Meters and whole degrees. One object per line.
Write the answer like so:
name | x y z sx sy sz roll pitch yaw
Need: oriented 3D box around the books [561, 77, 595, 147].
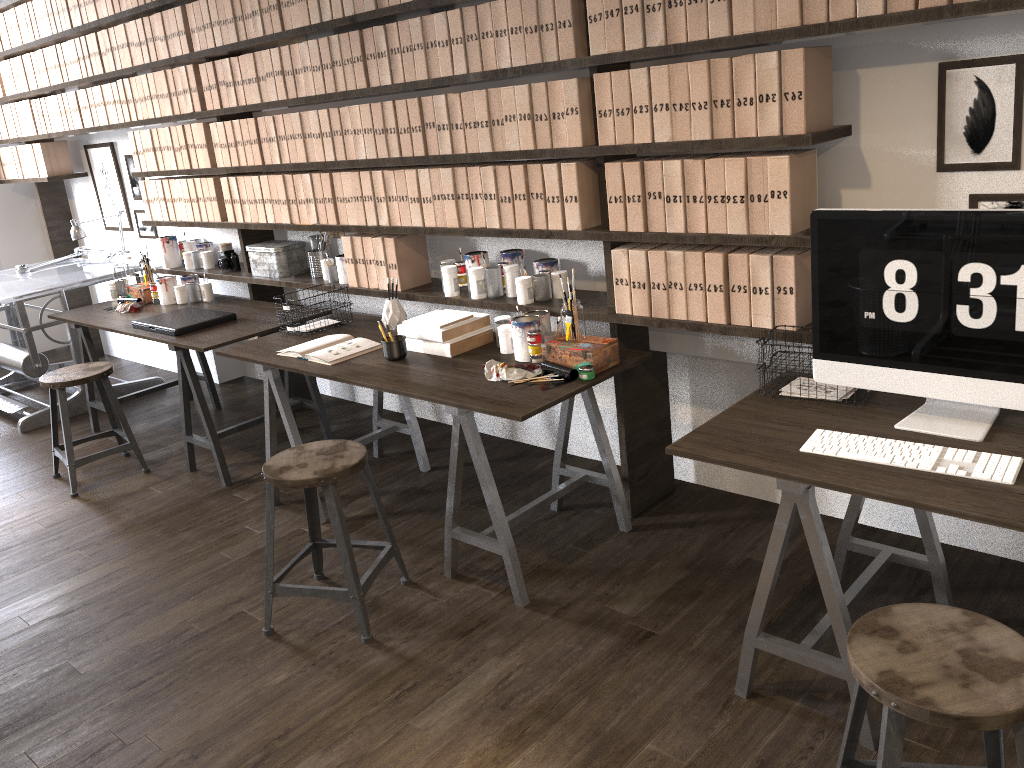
books | 0.251 -0.890 2.906 0.067 0.223 0.176 8 21 42

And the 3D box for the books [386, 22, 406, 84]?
books | -0.382 -1.265 3.391 0.067 0.223 0.176 8 21 42

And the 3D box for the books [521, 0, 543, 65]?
books | 0.122 -1.171 2.925 0.067 0.223 0.176 8 21 42

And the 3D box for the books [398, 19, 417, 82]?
books | -0.329 -1.256 3.343 0.067 0.223 0.176 8 21 42

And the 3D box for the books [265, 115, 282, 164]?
books | -1.026 -1.124 4.069 0.067 0.223 0.176 8 21 42

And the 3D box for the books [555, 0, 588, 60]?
books | 0.223 -1.154 2.840 0.067 0.223 0.176 8 21 42

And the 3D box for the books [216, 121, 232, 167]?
books | -1.337 -1.180 4.350 0.067 0.223 0.176 8 21 42

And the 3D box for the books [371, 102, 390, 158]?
books | -0.463 -1.020 3.555 0.067 0.223 0.176 8 21 42

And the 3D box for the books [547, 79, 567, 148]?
books | 0.208 -0.901 2.955 0.067 0.223 0.176 8 21 42

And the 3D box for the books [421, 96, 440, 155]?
books | -0.246 -0.984 3.367 0.067 0.223 0.176 8 21 42

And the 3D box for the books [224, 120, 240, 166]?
books | -1.284 -1.170 4.301 0.067 0.223 0.176 8 21 42

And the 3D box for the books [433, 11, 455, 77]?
books | -0.186 -1.228 3.209 0.067 0.222 0.176 8 21 42

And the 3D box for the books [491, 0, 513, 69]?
books | 0.022 -1.190 3.021 0.067 0.223 0.176 8 21 42

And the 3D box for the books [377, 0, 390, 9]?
books | -0.433 -1.530 3.341 0.067 0.223 0.176 8 21 42

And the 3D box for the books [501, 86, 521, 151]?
books | 0.053 -0.927 3.090 0.067 0.222 0.176 8 21 42

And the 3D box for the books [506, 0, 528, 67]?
books | 0.073 -1.180 2.970 0.067 0.223 0.176 8 21 42

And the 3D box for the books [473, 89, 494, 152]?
books | -0.044 -0.944 3.175 0.067 0.223 0.176 8 21 42

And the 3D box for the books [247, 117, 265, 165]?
books | -1.134 -1.144 4.166 0.067 0.223 0.176 8 21 42

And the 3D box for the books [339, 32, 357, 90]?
books | -0.596 -1.304 3.586 0.067 0.222 0.176 8 21 42

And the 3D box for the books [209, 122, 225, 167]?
books | -1.388 -1.191 4.401 0.067 0.223 0.176 8 21 42

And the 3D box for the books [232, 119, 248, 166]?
books | -1.235 -1.163 4.262 0.067 0.222 0.176 8 21 42

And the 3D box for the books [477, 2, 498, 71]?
books | -0.027 -1.201 3.070 0.067 0.223 0.176 8 21 42

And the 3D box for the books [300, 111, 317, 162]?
books | -0.821 -1.088 3.887 0.067 0.222 0.176 8 21 42

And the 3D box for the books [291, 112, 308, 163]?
books | -0.873 -1.095 3.928 0.067 0.223 0.176 8 21 42

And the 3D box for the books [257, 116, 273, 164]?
books | -1.075 -1.135 4.120 0.067 0.223 0.176 8 21 42

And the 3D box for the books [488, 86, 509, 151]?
books | 0.008 -0.936 3.134 0.067 0.222 0.176 8 21 42

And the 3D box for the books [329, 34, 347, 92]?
books | -0.645 -1.313 3.628 0.067 0.222 0.176 8 21 42

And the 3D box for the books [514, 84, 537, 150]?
books | 0.101 -0.918 3.044 0.067 0.223 0.176 8 21 42

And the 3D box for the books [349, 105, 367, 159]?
books | -0.568 -1.041 3.654 0.067 0.223 0.176 8 21 42

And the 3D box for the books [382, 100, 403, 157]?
books | -0.414 -1.013 3.516 0.067 0.222 0.176 8 21 42

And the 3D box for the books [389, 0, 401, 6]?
books | -0.383 -1.520 3.293 0.067 0.223 0.176 8 21 42

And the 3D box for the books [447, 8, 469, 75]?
books | -0.134 -1.218 3.160 0.067 0.223 0.176 8 21 42

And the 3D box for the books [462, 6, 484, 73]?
books | -0.080 -1.210 3.115 0.067 0.223 0.176 8 21 42

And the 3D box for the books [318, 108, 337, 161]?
books | -0.723 -1.069 3.794 0.067 0.223 0.176 8 21 42

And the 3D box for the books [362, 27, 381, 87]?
books | -0.486 -1.284 3.486 0.067 0.223 0.176 8 21 42

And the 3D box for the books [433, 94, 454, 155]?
books | -0.197 -0.973 3.316 0.067 0.223 0.176 8 21 42

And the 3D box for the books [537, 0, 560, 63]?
books | 0.171 -1.163 2.886 0.067 0.222 0.176 8 21 42

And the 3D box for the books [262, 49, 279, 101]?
books | -1.007 -1.378 3.956 0.067 0.222 0.176 8 21 42

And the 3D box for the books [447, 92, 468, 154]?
books | -0.142 -0.964 3.272 0.067 0.223 0.176 8 21 42

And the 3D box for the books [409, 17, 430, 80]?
books | -0.284 -1.245 3.294 0.067 0.223 0.176 8 21 42

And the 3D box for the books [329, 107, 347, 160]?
books | -0.669 -1.060 3.749 0.067 0.223 0.176 8 21 42

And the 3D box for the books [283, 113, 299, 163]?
books | -0.919 -1.106 3.977 0.067 0.223 0.176 8 21 42

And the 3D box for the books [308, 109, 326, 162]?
books | -0.775 -1.079 3.843 0.067 0.222 0.176 8 21 42

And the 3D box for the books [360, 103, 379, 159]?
books | -0.516 -1.030 3.604 0.067 0.223 0.176 8 21 42

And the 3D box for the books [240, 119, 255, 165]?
books | -1.185 -1.155 4.220 0.067 0.222 0.176 8 21 42

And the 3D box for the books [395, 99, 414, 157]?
books | -0.356 -1.004 3.467 0.067 0.222 0.176 8 21 42

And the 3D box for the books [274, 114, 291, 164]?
books | -0.971 -1.116 4.025 0.067 0.223 0.176 8 21 42

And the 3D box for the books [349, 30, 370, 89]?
books | -0.545 -1.293 3.532 0.067 0.223 0.176 8 21 42

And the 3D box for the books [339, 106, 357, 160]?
books | -0.616 -1.051 3.704 0.067 0.223 0.176 8 21 42

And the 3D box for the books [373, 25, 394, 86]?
books | -0.437 -1.273 3.435 0.067 0.223 0.176 8 21 42

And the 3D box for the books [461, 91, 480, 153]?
books | -0.090 -0.955 3.224 0.067 0.223 0.176 8 21 42

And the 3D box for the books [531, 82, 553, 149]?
books | 0.155 -0.910 3.000 0.067 0.223 0.176 8 21 42

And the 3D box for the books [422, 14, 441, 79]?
books | -0.231 -1.237 3.253 0.067 0.222 0.176 8 21 42

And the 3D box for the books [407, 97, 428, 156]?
books | -0.305 -0.992 3.413 0.067 0.223 0.176 8 21 42

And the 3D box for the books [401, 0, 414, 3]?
books | -0.334 -1.509 3.244 0.067 0.223 0.176 8 21 42
